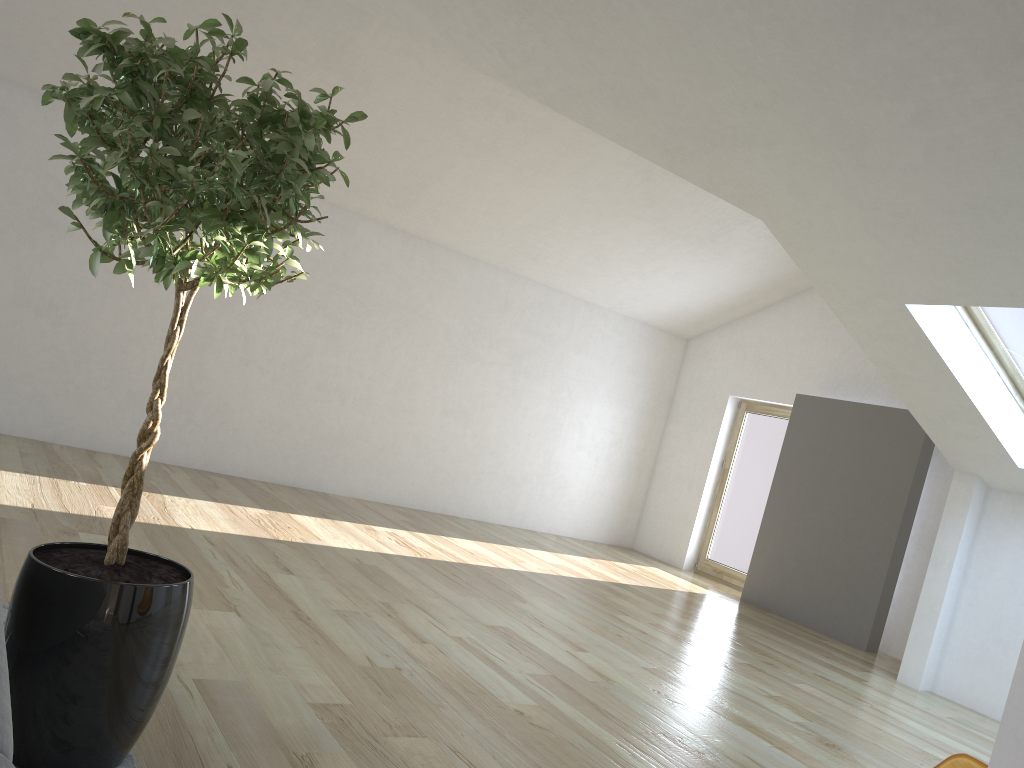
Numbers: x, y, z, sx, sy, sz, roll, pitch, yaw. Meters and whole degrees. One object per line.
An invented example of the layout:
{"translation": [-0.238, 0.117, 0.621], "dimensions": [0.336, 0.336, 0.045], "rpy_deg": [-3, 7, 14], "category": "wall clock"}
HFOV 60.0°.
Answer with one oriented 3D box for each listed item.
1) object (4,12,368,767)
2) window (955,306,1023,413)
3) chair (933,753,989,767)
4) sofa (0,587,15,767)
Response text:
{"translation": [-1.016, 0.029, 2.399], "dimensions": [0.779, 2.021, 0.833], "rpy_deg": [16, 1, 36], "category": "object"}
{"translation": [3.448, -0.118, 5.480], "dimensions": [1.917, 0.730, 1.459], "rpy_deg": [16, -2, -33], "category": "window"}
{"translation": [0.764, 1.164, 1.898], "dimensions": [0.700, 0.723, 0.671], "rpy_deg": [15, 0, -2], "category": "chair"}
{"translation": [-1.638, 0.528, 1.721], "dimensions": [1.033, 0.684, 2.440], "rpy_deg": [16, -2, -32], "category": "sofa"}
